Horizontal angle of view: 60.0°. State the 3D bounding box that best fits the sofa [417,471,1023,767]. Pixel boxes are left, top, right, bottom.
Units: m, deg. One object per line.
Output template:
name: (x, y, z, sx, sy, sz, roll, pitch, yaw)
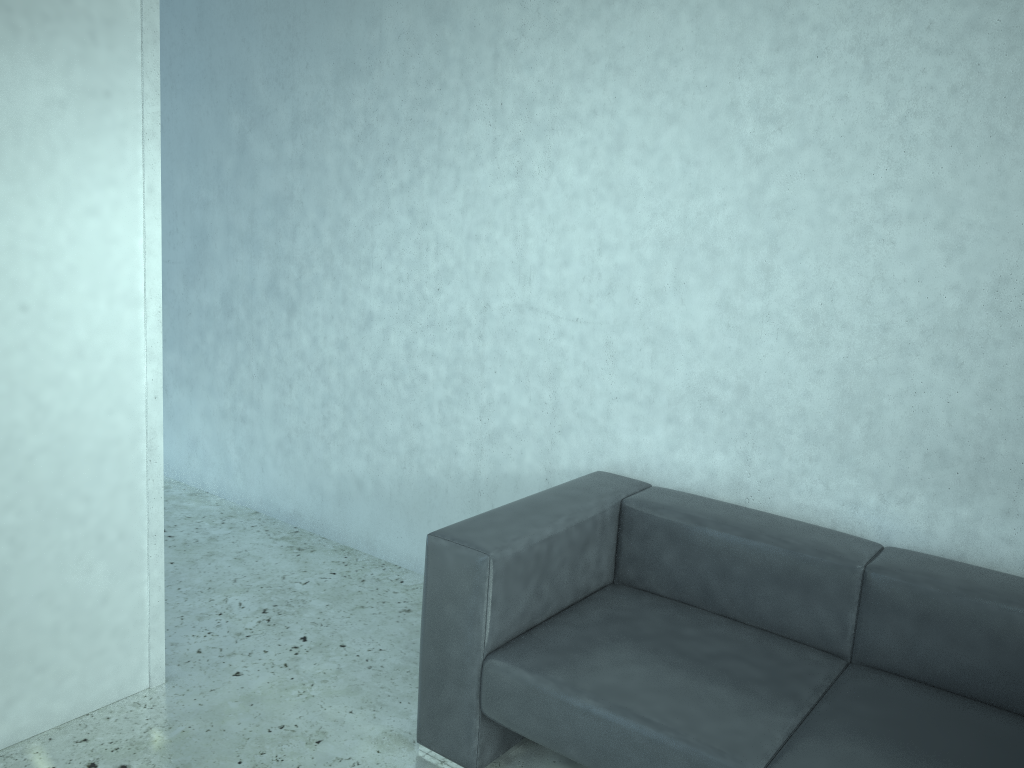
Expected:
sofa: (0.798, 0.815, 2.270, 2.025, 0.652, 0.943, 11, 13, 35)
